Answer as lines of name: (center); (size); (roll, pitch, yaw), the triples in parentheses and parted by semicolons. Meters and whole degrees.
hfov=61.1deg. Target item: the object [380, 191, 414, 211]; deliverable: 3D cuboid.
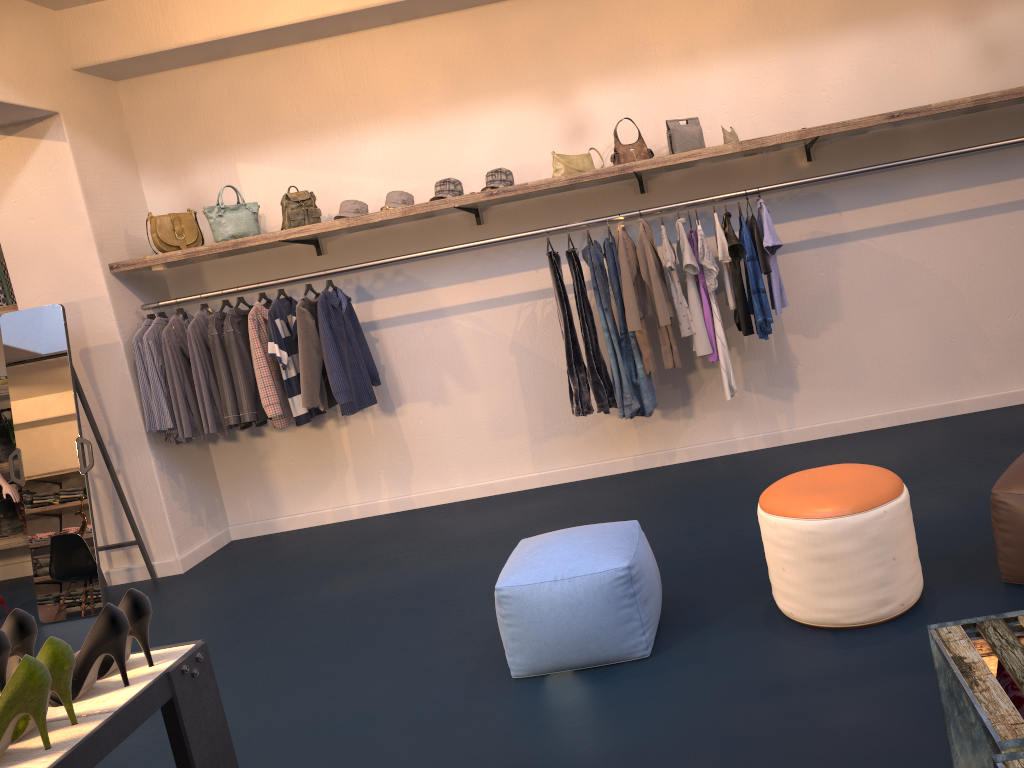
object: (-0.723, -1.144, 5.413); (0.169, 0.125, 0.260); (-4, 10, 45)

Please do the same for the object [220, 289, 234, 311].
object: (-1.789, -0.487, 5.440); (0.010, 0.219, 0.442); (-10, 7, 13)

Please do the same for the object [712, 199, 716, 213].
object: (1.227, -1.042, 5.256); (0.009, 0.197, 0.399); (-10, 7, 14)

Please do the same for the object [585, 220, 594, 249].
object: (0.467, -0.915, 5.304); (0.014, 0.176, 0.238); (-10, 7, 13)

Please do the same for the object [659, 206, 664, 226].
object: (0.917, -0.974, 5.278); (0.010, 0.219, 0.442); (-10, 7, 13)

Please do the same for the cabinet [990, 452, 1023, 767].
cabinet: (1.624, 0.642, 2.267); (0.698, 0.546, 2.992); (-8, 8, 27)

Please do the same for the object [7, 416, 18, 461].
object: (-3.126, 0.287, 5.647); (0.158, 0.355, 0.352); (-10, 7, 12)

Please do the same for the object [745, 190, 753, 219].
object: (1.425, -1.085, 5.242); (0.017, 0.178, 0.418); (-10, 7, 15)

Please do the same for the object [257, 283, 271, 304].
object: (-1.558, -0.532, 5.439); (0.010, 0.219, 0.442); (-10, 7, 13)

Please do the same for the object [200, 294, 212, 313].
object: (-1.925, -0.463, 5.449); (0.010, 0.219, 0.442); (-10, 7, 13)

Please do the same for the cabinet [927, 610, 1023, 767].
cabinet: (1.205, 0.796, 1.716); (0.548, 0.546, 0.481); (-10, 7, 8)

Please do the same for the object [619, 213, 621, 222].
object: (0.671, -0.951, 5.291); (0.017, 0.178, 0.418); (-10, 7, 15)

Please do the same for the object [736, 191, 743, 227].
object: (1.377, -1.059, 5.250); (0.010, 0.219, 0.443); (-10, 7, 14)

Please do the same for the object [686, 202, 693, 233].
object: (1.076, -1.015, 5.269); (0.014, 0.197, 0.370); (-10, 7, 13)

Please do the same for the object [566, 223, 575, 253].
object: (0.351, -0.894, 5.311); (0.014, 0.176, 0.238); (-10, 7, 13)

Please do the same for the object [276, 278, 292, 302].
object: (-1.439, -0.553, 5.433); (0.010, 0.219, 0.442); (-10, 7, 13)

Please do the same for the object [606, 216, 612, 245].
object: (0.593, -0.938, 5.296); (0.014, 0.176, 0.238); (-10, 7, 13)

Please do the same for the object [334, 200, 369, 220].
object: (-1.014, -1.091, 5.431); (0.169, 0.125, 0.260); (-4, 10, 45)

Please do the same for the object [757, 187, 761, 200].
object: (1.499, -1.100, 5.239); (0.017, 0.178, 0.418); (-10, 7, 15)

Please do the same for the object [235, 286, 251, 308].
object: (-1.693, -0.504, 5.434); (0.010, 0.219, 0.442); (-10, 7, 13)

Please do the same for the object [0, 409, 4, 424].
object: (-3.478, 0.327, 5.713); (0.168, 0.389, 0.400); (-9, 7, 25)

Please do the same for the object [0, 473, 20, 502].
object: (-3.271, 0.608, 5.039); (0.785, 1.659, 0.329); (-13, 6, -16)

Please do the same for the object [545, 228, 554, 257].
object: (0.224, -0.872, 5.319); (0.014, 0.176, 0.238); (-10, 7, 13)

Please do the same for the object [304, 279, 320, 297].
object: (-1.261, -0.582, 5.413); (0.010, 0.219, 0.442); (-10, 7, 13)

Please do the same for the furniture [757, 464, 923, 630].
furniture: (1.256, 0.598, 3.340); (0.565, 0.479, 0.598); (-10, 7, 12)

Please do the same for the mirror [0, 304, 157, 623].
mirror: (-2.620, 0.428, 5.074); (0.496, 1.759, 0.534); (-11, 6, 9)

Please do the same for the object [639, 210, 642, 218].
object: (0.793, -0.972, 5.278); (0.017, 0.178, 0.418); (-10, 7, 15)

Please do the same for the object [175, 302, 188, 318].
object: (-2.082, -0.435, 5.458); (0.010, 0.219, 0.442); (-10, 7, 13)

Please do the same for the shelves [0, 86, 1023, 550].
shelves: (-2.732, 0.606, 1.597); (16.600, 2.222, 8.796); (-10, 8, 6)

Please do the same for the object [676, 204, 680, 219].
object: (1.015, -1.003, 5.268); (0.012, 0.197, 0.309); (-10, 7, 14)

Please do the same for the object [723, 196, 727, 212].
object: (1.297, -1.044, 5.255); (0.010, 0.219, 0.444); (-10, 7, 15)

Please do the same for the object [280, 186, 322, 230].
object: (-1.395, -1.107, 5.493); (0.348, 0.283, 0.262); (-8, 7, 24)

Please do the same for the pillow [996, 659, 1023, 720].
pillow: (1.174, 0.677, 1.695); (0.452, 0.318, 0.315); (-10, 7, 7)

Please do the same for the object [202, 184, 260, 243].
object: (-1.779, -1.086, 5.534); (0.161, 0.365, 0.401); (-5, 9, 46)

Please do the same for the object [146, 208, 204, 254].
object: (-2.120, -0.968, 5.509); (0.187, 0.283, 0.347); (-6, 8, 38)

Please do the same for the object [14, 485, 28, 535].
object: (-3.123, 0.775, 5.712); (0.158, 0.355, 0.352); (-10, 7, 12)

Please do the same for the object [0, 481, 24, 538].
object: (-3.304, 0.813, 5.756); (0.207, 0.338, 0.393); (-9, 7, 18)

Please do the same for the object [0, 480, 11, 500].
object: (-3.475, 0.815, 5.778); (0.167, 0.389, 0.400); (-9, 7, 25)

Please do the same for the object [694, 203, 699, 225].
object: (1.118, -1.033, 5.265); (0.014, 0.176, 0.370); (-10, 7, 13)

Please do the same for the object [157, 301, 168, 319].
object: (-2.200, -0.411, 5.462); (0.010, 0.219, 0.442); (-10, 7, 13)

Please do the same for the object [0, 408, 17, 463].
object: (-3.308, 0.325, 5.691); (0.207, 0.338, 0.393); (-9, 7, 18)

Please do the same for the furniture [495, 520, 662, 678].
furniture: (0.264, 0.803, 3.428); (0.639, 0.422, 0.661); (-10, 7, 7)
